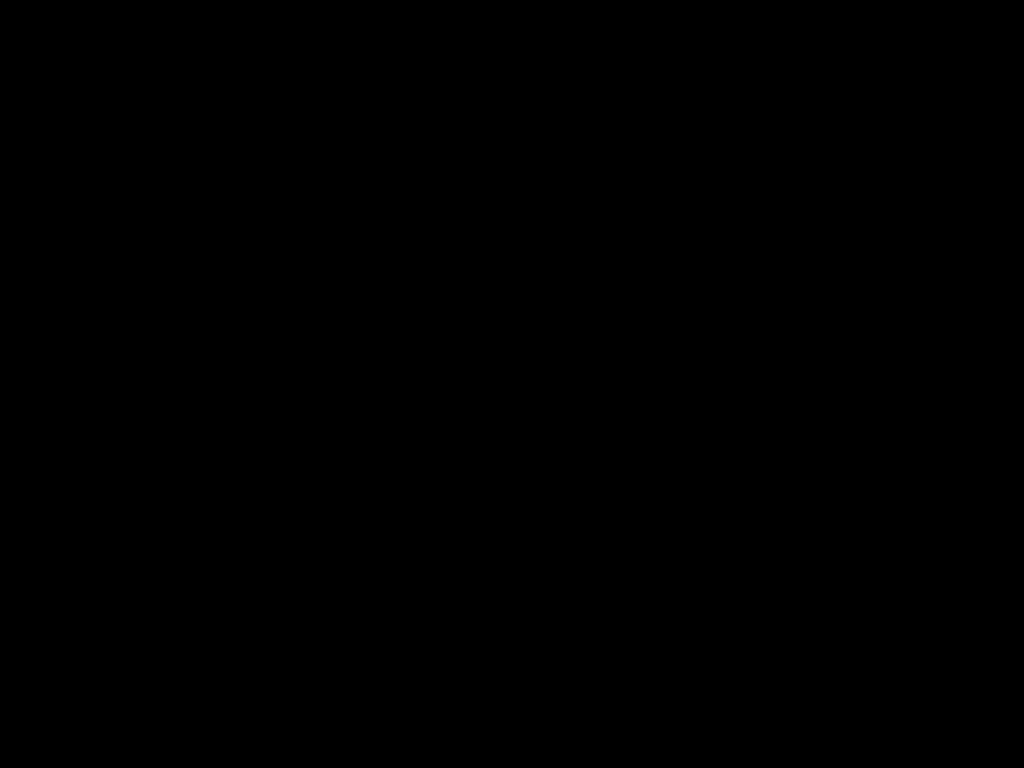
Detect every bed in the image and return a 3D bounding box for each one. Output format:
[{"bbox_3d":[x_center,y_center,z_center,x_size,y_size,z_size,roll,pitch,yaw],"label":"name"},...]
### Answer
[{"bbox_3d":[-0.177,-0.278,0.322,2.087,0.994,3.009,2,-4,-5],"label":"bed"}]

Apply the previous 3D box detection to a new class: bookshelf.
[{"bbox_3d":[-0.353,0.201,2.109,1.495,0.303,0.643,2,-4,-5],"label":"bookshelf"}]

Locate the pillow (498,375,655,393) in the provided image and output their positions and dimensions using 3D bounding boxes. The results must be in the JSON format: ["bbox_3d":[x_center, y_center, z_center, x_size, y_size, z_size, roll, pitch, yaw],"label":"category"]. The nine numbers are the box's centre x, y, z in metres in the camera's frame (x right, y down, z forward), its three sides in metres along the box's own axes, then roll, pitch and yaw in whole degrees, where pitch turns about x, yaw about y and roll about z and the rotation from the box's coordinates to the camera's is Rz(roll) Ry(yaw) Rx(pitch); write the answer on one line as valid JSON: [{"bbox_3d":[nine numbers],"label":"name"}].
[{"bbox_3d":[-0.007,-0.071,1.910,0.498,0.241,0.470,5,-6,-40],"label":"pillow"}]
